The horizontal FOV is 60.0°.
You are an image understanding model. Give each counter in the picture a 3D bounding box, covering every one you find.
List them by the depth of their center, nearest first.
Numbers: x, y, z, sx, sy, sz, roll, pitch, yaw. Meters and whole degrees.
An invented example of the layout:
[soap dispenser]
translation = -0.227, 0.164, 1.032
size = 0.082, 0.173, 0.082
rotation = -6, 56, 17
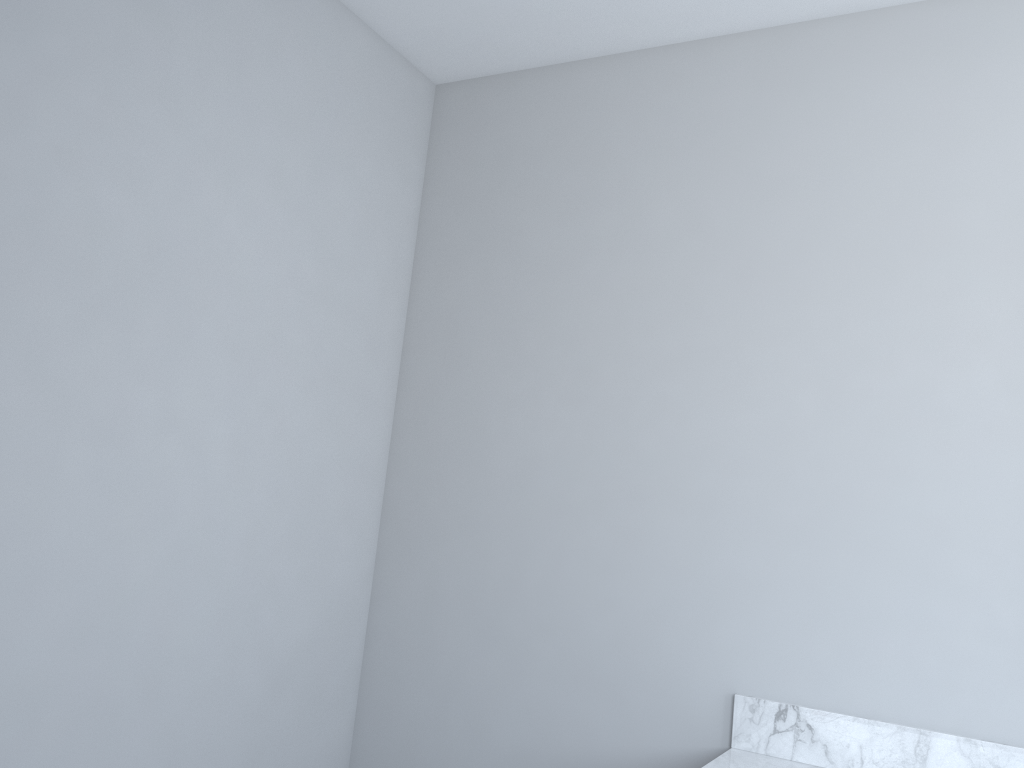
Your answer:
[counter]
translation = 1.007, 1.105, 1.159
size = 1.657, 0.983, 0.638
rotation = 1, -10, 29
